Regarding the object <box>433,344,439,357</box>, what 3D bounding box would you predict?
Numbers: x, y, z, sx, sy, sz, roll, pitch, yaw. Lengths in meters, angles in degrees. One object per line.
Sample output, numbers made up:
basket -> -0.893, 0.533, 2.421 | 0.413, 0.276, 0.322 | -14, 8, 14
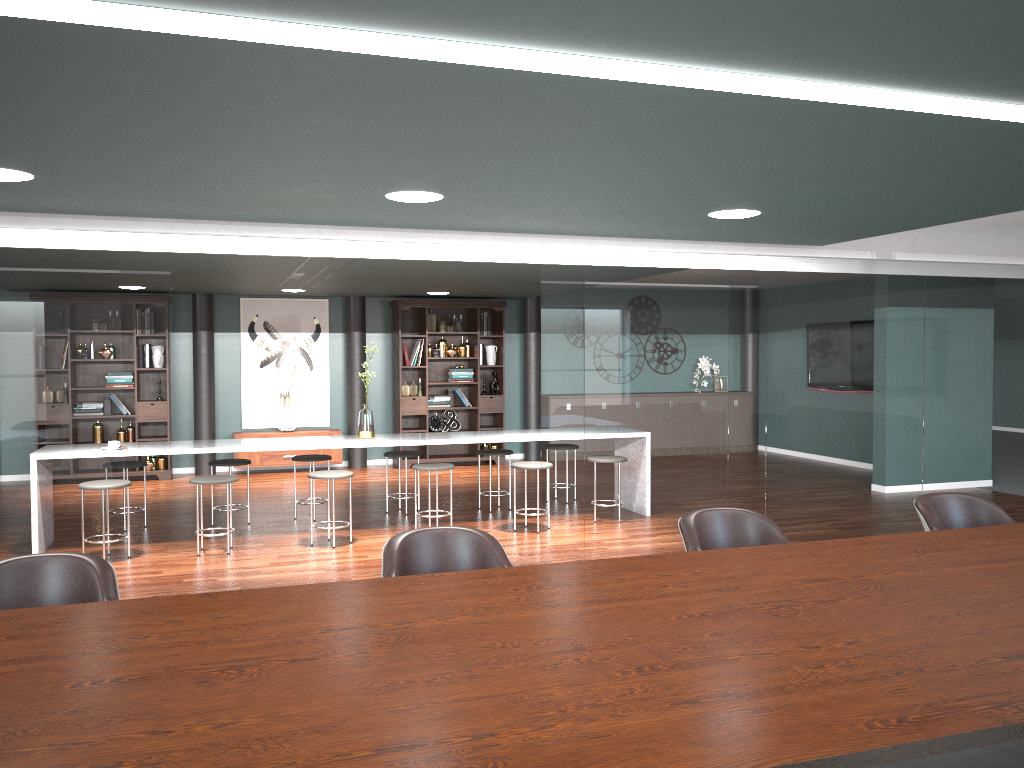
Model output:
object -> -0.907, -0.399, 10.603 | 0.079, 0.161, 0.080 | 0, 2, 7

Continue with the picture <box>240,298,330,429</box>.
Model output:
picture -> -2.654, -0.244, 10.402 | 1.002, 1.512, 0.031 | -1, 2, -19

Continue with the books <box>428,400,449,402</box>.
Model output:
books -> -0.909, 0.199, 10.684 | 0.268, 0.016, 0.205 | -1, 2, -19

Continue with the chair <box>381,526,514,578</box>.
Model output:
chair -> -0.186, 0.878, 2.848 | 0.535, 0.761, 0.518 | -1, 2, -13

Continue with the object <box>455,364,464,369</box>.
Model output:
object -> -0.643, -0.212, 10.783 | 0.104, 0.052, 0.100 | -1, 2, -15

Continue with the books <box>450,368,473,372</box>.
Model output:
books -> -0.621, -0.166, 10.797 | 0.248, 0.042, 0.194 | -1, 2, -19

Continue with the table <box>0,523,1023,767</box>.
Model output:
table -> -0.363, 0.941, 1.870 | 6.694, 0.706, 1.374 | -1, 2, -19

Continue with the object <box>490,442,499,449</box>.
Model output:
object -> -0.216, 0.749, 10.900 | 0.108, 0.256, 0.108 | 0, 2, 15

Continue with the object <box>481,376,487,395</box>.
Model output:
object -> -0.339, 0.018, 10.857 | 0.077, 0.228, 0.077 | -2, 2, -36

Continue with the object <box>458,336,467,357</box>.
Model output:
object -> -0.598, -0.453, 10.730 | 0.108, 0.256, 0.108 | 0, 2, 15

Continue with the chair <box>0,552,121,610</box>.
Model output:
chair -> -1.323, 0.896, 2.463 | 0.535, 0.761, 0.518 | -1, 2, -13

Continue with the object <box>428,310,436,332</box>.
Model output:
object -> -0.965, -0.758, 10.666 | 0.104, 0.273, 0.104 | 0, 2, 17

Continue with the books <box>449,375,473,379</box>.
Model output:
books -> -0.623, -0.092, 10.798 | 0.248, 0.042, 0.194 | -1, 2, -19

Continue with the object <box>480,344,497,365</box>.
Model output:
object -> -0.302, -0.361, 10.921 | 0.268, 0.262, 0.137 | 1, 2, 21

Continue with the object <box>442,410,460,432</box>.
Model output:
object -> -0.748, 0.443, 10.818 | 0.233, 0.268, 0.051 | -1, 2, -19

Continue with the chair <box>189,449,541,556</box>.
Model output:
chair -> -1.110, 0.862, 6.972 | 4.029, 0.512, 1.479 | -1, 2, -19

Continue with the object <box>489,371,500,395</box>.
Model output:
object -> -0.233, -0.015, 10.907 | 0.116, 0.286, 0.215 | -1, 2, -23

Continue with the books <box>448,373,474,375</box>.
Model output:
books -> -0.623, -0.121, 10.798 | 0.268, 0.016, 0.205 | -1, 2, -19

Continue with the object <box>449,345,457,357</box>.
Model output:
object -> -0.713, -0.410, 10.771 | 0.099, 0.169, 0.099 | -2, 3, -45

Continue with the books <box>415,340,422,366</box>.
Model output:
books -> -1.126, -0.372, 10.607 | 0.063, 0.309, 0.210 | -1, 2, -19

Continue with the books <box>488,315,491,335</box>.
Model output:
books -> -0.305, -0.714, 10.875 | 0.042, 0.248, 0.194 | -1, 2, -19

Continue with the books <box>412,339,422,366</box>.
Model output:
books -> -1.146, -0.375, 10.600 | 0.090, 0.316, 0.197 | -1, 2, -19

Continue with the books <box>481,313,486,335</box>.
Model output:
books -> -0.361, -0.724, 10.856 | 0.016, 0.268, 0.205 | -1, 2, -19

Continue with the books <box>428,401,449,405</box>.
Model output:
books -> -0.909, 0.229, 10.685 | 0.248, 0.042, 0.194 | -1, 2, -19

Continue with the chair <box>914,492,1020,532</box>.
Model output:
chair -> 1.885, 0.846, 3.548 | 0.535, 0.761, 0.518 | -1, 2, -13

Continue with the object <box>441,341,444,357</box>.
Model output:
object -> -0.832, -0.414, 10.597 | 0.040, 0.191, 0.040 | -1, 2, -10

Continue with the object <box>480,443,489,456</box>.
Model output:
object -> -0.331, 0.793, 10.812 | 0.144, 0.175, 0.073 | -1, 2, -17

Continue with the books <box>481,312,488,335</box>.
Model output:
books -> -0.339, -0.734, 10.864 | 0.027, 0.286, 0.184 | -1, 2, -19

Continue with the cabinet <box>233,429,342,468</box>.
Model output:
cabinet -> -2.595, 0.742, 10.271 | 1.200, 0.379, 0.368 | -1, 2, -19

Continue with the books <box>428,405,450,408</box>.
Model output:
books -> -0.907, 0.264, 10.688 | 0.286, 0.027, 0.184 | -1, 2, -19

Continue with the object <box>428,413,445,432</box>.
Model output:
object -> -0.918, 0.465, 10.638 | 0.224, 0.238, 0.159 | -1, 2, -19

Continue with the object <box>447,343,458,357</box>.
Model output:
object -> -0.713, -0.409, 10.642 | 0.144, 0.175, 0.073 | -1, 2, -17

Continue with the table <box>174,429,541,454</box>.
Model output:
table -> -1.120, 0.771, 6.903 | 4.577, 0.699, 0.609 | -1, 2, -19

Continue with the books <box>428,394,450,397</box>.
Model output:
books -> -0.898, 0.141, 10.686 | 0.268, 0.016, 0.205 | -1, 2, -19

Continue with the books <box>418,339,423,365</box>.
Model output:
books -> -1.117, -0.379, 10.606 | 0.062, 0.322, 0.197 | -1, 2, -19

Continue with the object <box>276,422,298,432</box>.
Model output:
object -> -2.607, 0.496, 10.277 | 0.245, 0.112, 0.261 | -1, 2, -11

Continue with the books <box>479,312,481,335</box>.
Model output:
books -> -0.423, -0.732, 10.835 | 0.027, 0.286, 0.184 | -1, 2, -19

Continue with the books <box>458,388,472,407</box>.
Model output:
books -> -0.596, 0.161, 10.793 | 0.166, 0.228, 0.205 | -1, 2, -19

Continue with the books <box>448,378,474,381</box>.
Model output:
books -> -0.621, -0.056, 10.801 | 0.286, 0.027, 0.184 | -1, 2, -19

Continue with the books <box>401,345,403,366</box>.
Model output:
books -> -1.335, -0.337, 10.539 | 0.042, 0.248, 0.194 | -1, 2, -19

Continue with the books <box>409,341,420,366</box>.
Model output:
books -> -1.171, -0.365, 10.598 | 0.115, 0.296, 0.210 | -1, 2, -19

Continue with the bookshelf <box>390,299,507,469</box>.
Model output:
bookshelf -> -0.768, -0.010, 10.763 | 1.339, 1.984, 0.482 | -1, 2, -19

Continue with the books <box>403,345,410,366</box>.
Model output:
books -> -1.276, -0.340, 10.559 | 0.084, 0.252, 0.194 | -1, 2, -19

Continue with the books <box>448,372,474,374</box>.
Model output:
books -> -0.625, -0.137, 10.791 | 0.268, 0.016, 0.205 | -1, 2, -19

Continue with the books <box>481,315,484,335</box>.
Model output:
books -> -0.389, -0.713, 10.847 | 0.042, 0.248, 0.194 | -1, 2, -19

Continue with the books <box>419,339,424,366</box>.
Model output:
books -> -1.102, -0.379, 10.610 | 0.062, 0.322, 0.197 | -1, 2, -19

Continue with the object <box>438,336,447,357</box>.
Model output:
object -> -0.838, -0.448, 10.705 | 0.114, 0.251, 0.114 | 0, 2, 7

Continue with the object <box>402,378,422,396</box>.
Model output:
object -> -1.210, 0.033, 10.590 | 0.250, 0.221, 0.186 | -1, 2, -20

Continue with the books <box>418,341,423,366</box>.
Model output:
books -> -1.112, -0.373, 10.610 | 0.063, 0.309, 0.210 | -1, 2, -19

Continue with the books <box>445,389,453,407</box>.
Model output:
books -> -0.763, 0.166, 10.807 | 0.063, 0.214, 0.139 | -1, 2, -19

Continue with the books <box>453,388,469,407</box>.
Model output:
books -> -0.628, 0.163, 10.782 | 0.176, 0.227, 0.194 | -1, 2, -19

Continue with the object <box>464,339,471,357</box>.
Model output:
object -> -0.548, -0.440, 10.846 | 0.092, 0.222, 0.092 | 0, 2, 15

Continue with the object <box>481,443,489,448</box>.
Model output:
object -> -0.332, 0.792, 10.942 | 0.099, 0.169, 0.099 | -2, 3, -45

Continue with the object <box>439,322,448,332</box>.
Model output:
object -> -0.827, -0.685, 10.685 | 0.096, 0.126, 0.106 | 1, 2, 32

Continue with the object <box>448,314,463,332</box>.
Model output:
object -> -0.698, -0.735, 10.739 | 0.196, 0.221, 0.184 | -1, 2, -19

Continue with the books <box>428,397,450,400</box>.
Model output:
books -> -0.887, 0.170, 10.690 | 0.248, 0.042, 0.194 | -1, 2, -19

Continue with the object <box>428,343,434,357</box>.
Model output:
object -> -0.990, -0.407, 10.673 | 0.105, 0.172, 0.105 | -1, 2, -23

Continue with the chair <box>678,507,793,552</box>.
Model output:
chair -> 0.833, 0.863, 3.184 | 0.533, 0.761, 0.523 | -2, 3, -37
